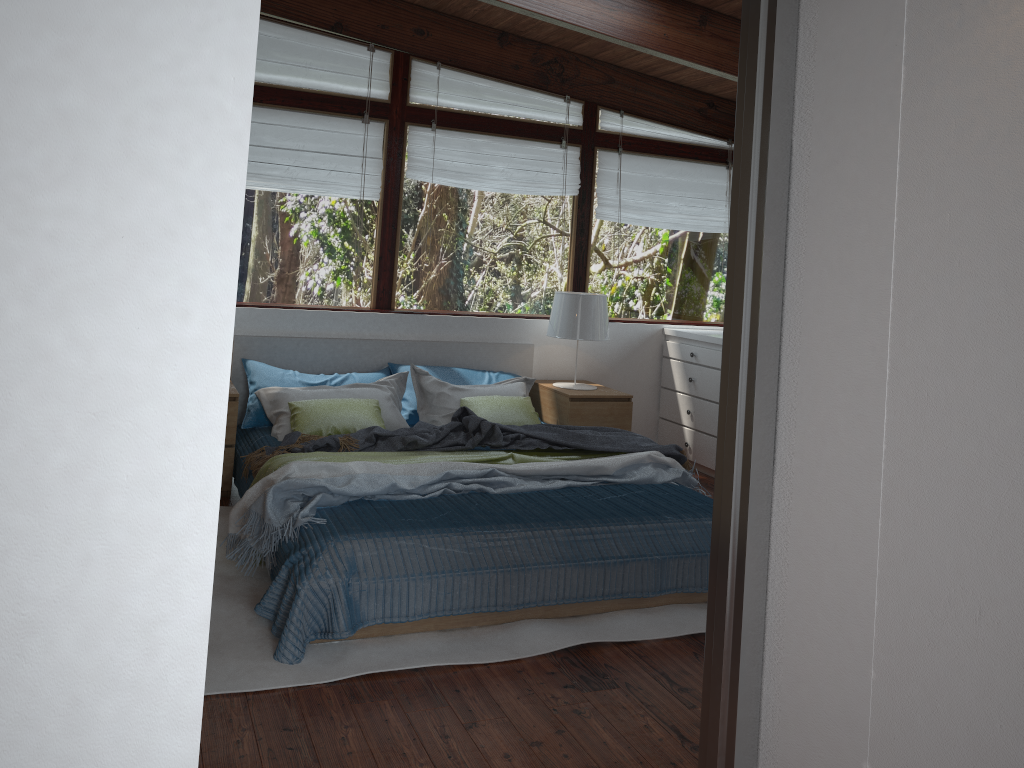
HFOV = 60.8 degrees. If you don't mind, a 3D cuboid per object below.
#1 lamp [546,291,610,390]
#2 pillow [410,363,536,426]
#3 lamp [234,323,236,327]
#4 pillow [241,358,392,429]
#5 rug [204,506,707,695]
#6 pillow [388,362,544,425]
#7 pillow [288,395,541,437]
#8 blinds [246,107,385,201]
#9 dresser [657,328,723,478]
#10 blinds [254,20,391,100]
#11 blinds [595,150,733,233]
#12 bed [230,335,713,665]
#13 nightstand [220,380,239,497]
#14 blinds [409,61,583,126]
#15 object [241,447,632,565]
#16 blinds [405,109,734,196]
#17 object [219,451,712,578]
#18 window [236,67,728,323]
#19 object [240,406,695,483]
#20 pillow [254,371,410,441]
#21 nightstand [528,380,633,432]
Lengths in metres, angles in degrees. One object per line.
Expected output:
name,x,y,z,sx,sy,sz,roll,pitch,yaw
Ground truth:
lamp,0.415,-0.278,5.487,0.403,0.591,0.408,3,1,-32
pillow,-0.158,0.098,4.981,0.849,0.392,0.363,1,4,-29
lamp,-1.670,-0.297,4.602,0.404,0.591,0.408,3,1,-26
pillow,-1.074,0.045,4.941,0.909,0.330,0.350,1,4,-25
rug,-0.032,0.737,3.740,2.702,0.049,1.820,0,9,-23
pillow,-0.282,0.058,5.277,0.917,0.319,0.369,1,5,-25
pillow,-0.477,0.178,4.644,1.373,0.220,0.314,1,5,-23
blinds,-1.362,-1.389,5.191,1.231,0.497,0.054,1,-1,-23
dresser,1.892,0.293,4.774,0.613,0.877,3.150,3,7,-24
blinds,-1.322,-1.990,5.227,1.237,0.425,0.032,1,-1,-23
blinds,1.130,-1.361,6.248,1.173,0.509,0.053,1,-1,-23
bed,-0.210,0.311,4.195,2.131,0.768,2.603,1,8,-22
nightstand,-1.700,0.273,4.562,0.426,0.542,0.614,3,3,-23
blinds,-0.072,-1.913,5.757,1.237,0.277,0.032,1,-1,-23
object,-0.184,0.520,3.994,2.097,0.448,0.495,0,5,-27
blinds,0.528,-1.581,5.995,2.552,0.659,0.054,1,-1,-23
object,-0.070,0.520,3.649,2.147,0.377,0.541,0,6,-28
window,0.951,-0.763,1.743,5.249,1.931,8.391,1,8,-23
object,-0.210,0.332,4.220,2.119,0.407,0.634,2,5,-14
pillow,-0.913,0.129,4.672,0.869,0.359,0.477,1,5,-28
nightstand,0.401,0.292,5.454,0.426,0.542,0.614,3,3,-23
